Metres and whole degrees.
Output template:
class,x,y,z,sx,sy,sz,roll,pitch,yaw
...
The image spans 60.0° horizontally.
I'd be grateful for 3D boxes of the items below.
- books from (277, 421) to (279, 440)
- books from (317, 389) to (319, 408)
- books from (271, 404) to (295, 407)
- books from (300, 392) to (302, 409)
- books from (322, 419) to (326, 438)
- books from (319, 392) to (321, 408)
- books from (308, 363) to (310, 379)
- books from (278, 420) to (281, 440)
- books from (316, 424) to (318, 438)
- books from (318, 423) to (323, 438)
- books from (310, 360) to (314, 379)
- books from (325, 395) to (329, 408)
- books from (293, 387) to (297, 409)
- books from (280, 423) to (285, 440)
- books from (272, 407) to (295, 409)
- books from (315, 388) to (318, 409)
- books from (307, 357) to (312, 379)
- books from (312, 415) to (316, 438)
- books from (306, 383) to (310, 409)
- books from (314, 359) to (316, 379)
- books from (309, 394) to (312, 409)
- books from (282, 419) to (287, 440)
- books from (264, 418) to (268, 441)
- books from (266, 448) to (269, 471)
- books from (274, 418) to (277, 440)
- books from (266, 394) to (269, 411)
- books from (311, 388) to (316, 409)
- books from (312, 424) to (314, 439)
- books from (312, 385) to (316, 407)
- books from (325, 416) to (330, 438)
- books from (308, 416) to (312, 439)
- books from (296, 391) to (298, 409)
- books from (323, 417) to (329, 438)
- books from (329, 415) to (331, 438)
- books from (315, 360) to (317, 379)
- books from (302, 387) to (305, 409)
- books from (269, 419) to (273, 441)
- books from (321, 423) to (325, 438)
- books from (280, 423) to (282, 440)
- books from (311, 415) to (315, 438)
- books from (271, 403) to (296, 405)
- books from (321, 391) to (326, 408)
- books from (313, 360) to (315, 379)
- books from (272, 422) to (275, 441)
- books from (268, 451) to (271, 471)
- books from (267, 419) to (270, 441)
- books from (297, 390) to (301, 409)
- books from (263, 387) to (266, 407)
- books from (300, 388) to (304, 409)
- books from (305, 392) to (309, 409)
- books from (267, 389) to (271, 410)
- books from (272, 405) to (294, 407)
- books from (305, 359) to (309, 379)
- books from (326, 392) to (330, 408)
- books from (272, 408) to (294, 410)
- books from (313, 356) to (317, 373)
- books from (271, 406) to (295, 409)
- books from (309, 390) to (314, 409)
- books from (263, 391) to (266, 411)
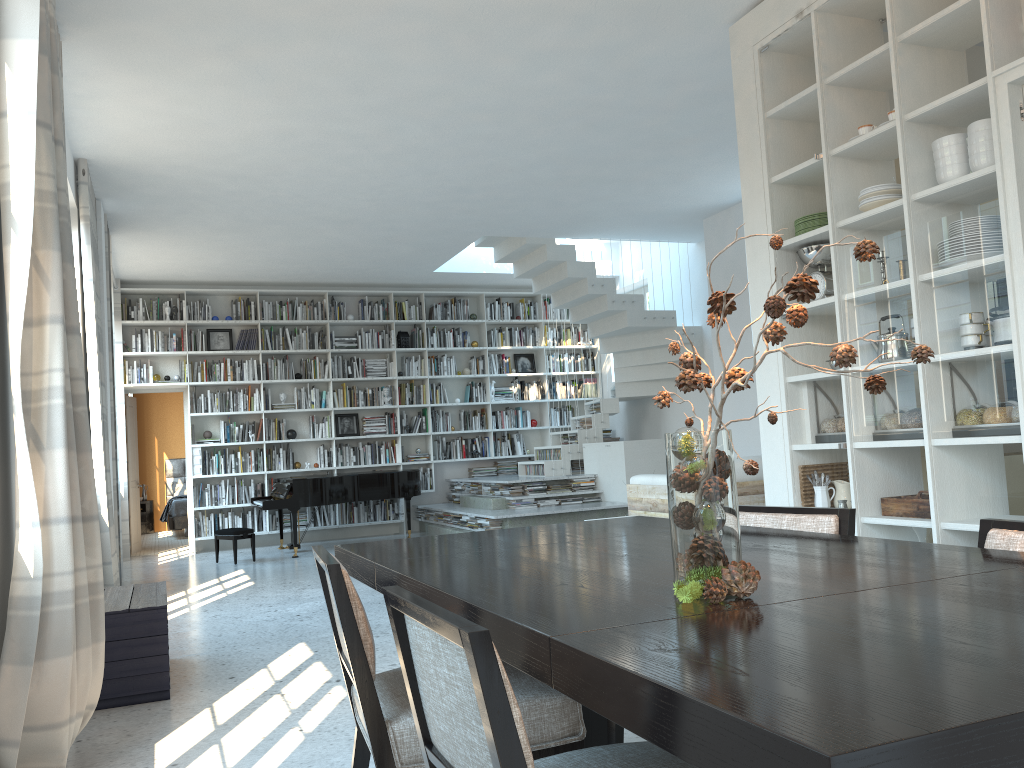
class,x,y,z,sx,sy,sz,roll,pitch,yaw
books,-2.907,0.581,10.977,0.014,0.243,0.153,-2,-4,-22
books,-2.461,0.195,11.201,0.022,0.256,0.152,-2,-4,-22
books,-2.852,0.268,11.030,0.285,0.012,0.159,-2,-4,-20
books,-2.661,0.217,11.123,0.024,0.227,0.137,-2,-4,-22
books,-2.367,0.563,11.182,0.012,0.244,0.171,-2,-4,-22
books,-2.438,0.213,11.209,0.026,0.219,0.150,-2,-4,-22
books,-2.565,-0.153,11.152,0.006,0.216,0.181,-2,-4,-22
books,-2.894,0.580,11.000,0.028,0.247,0.142,-2,-4,-22
books,-2.467,0.599,11.162,0.030,0.182,0.154,-2,-4,-22
books,-2.421,0.593,11.164,0.057,0.188,0.156,-2,-4,-22
books,-2.521,-0.168,11.169,0.013,0.243,0.189,-2,-4,-22
books,-2.354,0.229,11.235,0.027,0.181,0.142,-2,-4,-22
books,-2.707,0.187,11.082,0.012,0.285,0.159,-2,-4,-22
books,-2.849,0.593,10.991,0.028,0.216,0.175,-2,-4,-22
books,-2.848,0.304,11.023,0.254,0.012,0.161,-1,-5,-26
books,-2.475,0.192,11.173,0.023,0.259,0.170,-2,-4,-22
books,-2.556,-0.186,11.193,0.033,0.287,0.155,-2,-4,-22
books,-2.488,0.541,11.152,0.012,0.298,0.166,-2,-4,-22
books,-2.564,0.161,11.146,0.010,0.329,0.173,-2,-4,-22
books,-2.497,-0.178,11.205,0.004,0.265,0.142,-2,-4,-22
books,-2.549,0.231,11.161,0.025,0.189,0.140,-2,-4,-22
books,-2.830,0.568,11.017,0.028,0.265,0.144,-2,-4,-22
books,-3.032,0.565,10.928,0.025,0.284,0.145,-2,-4,-22
books,-3.013,0.930,10.902,0.013,0.283,0.146,-2,-4,-22
books,-2.920,0.565,10.951,0.026,0.274,0.190,-2,-4,-22
books,-3.030,0.236,10.968,0.034,0.209,0.136,-2,-4,-22
books,-2.498,0.190,11.154,0.012,0.265,0.193,-2,-4,-22
books,-2.509,0.597,11.129,0.025,0.186,0.154,-2,-4,-22
books,-2.491,0.172,11.168,0.011,0.300,0.178,-2,-4,-22
books,-2.331,0.544,11.195,0.011,0.279,0.187,-2,-4,-22
books,-2.531,0.549,11.130,0.012,0.285,0.159,-2,-4,-22
books,-2.700,0.215,11.097,0.010,0.231,0.154,-2,-4,-22
books,-2.352,0.551,11.196,0.027,0.269,0.178,-2,-4,-22
books,-2.317,0.543,11.203,0.021,0.281,0.162,-2,-4,-22
books,-2.489,-0.172,11.200,0.006,0.253,0.180,-2,-4,-22
books,-2.615,0.184,11.115,0.012,0.286,0.167,-2,-4,-22
books,-2.978,0.573,10.946,0.036,0.263,0.166,-2,-4,-22
books,-2.386,0.593,11.184,0.024,0.188,0.172,-2,-4,-22
books,-2.868,0.598,10.987,0.011,0.208,0.180,-2,-4,-22
books,-2.499,0.545,11.150,0.011,0.291,0.156,-2,-4,-22
books,-2.851,0.255,11.026,0.285,0.012,0.159,-1,-5,-26
books,-2.389,0.206,11.203,0.060,0.227,0.179,-2,-4,-22
books,-2.507,-0.171,11.201,0.017,0.253,0.139,-2,-4,-22
books,-2.950,0.590,10.960,0.025,0.228,0.153,-2,-4,-22
books,-2.990,0.951,10.906,0.030,0.239,0.157,-2,-4,-22
books,-3.010,0.569,10.942,0.026,0.275,0.154,-2,-4,-22
books,-2.675,0.205,11.087,0.030,0.247,0.174,-2,-4,-22
books,-3.058,0.194,10.972,0.011,0.297,0.136,-2,-4,-22
books,-2.635,0.194,11.119,0.022,0.267,0.151,-2,-4,-22
books,-2.591,0.215,11.140,0.048,0.224,0.149,-2,-4,-22
books,-3.005,0.201,10.975,0.021,0.277,0.136,-2,-4,-22
books,-2.850,0.280,11.027,0.254,0.012,0.161,-2,-5,-25
books,-2.585,-0.175,11.180,0.009,0.266,0.149,-2,-4,-22
books,-2.331,0.211,11.248,0.026,0.217,0.126,-2,-4,-22
books,-2.850,0.317,11.031,0.254,0.012,0.161,-2,-5,-22
books,-2.486,-0.197,11.206,0.006,0.303,0.165,-2,-4,-22
books,-2.848,0.292,11.022,0.254,0.012,0.161,-1,-5,-27
books,-2.519,0.200,11.156,0.028,0.247,0.170,-2,-4,-22
books,-3.066,0.213,10.948,0.024,0.257,0.134,-2,-4,-22
